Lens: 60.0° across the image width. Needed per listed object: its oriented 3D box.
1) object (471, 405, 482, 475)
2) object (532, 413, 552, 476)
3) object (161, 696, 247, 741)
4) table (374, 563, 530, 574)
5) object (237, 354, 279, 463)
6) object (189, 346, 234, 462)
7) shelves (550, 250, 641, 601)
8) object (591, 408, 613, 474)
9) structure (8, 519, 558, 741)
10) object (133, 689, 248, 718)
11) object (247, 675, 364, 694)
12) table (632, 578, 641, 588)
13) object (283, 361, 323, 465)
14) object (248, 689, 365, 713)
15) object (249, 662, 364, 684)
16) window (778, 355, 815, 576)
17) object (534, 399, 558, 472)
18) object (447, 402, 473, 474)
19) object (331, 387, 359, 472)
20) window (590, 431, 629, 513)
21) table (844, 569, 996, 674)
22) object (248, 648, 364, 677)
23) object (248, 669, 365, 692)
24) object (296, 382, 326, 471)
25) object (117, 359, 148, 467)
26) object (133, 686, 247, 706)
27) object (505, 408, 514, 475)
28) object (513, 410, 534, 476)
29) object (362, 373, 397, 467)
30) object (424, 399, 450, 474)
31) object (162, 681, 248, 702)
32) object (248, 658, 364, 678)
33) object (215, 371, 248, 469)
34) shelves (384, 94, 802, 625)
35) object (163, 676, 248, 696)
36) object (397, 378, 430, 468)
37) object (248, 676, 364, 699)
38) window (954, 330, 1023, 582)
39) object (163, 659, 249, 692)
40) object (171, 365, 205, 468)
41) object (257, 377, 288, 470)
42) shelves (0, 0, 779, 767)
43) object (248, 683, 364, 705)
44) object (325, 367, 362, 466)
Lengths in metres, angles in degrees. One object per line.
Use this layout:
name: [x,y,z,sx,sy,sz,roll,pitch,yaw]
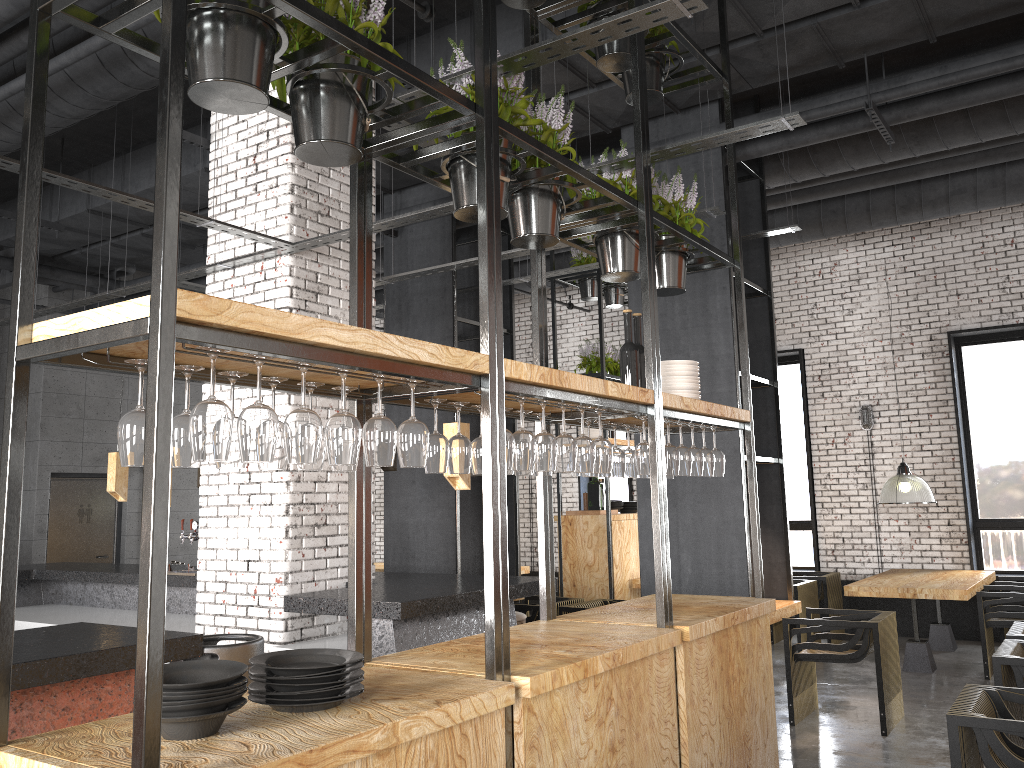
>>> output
object: [-0.117,0.219,3.467,0.101,0.268,0.101,6,-12,-42]
object: [0.130,0.262,3.830,0.101,0.268,0.101,6,-12,-42]
object: [-0.767,0.801,2.117,0.257,0.068,0.256,-5,-9,26]
table: [-1.757,2.872,12.104,4.131,0.765,0.998,-6,-10,33]
object: [-0.631,0.062,2.208,0.101,0.268,0.100,-1,-9,-3]
object: [-0.709,0.048,2.095,0.101,0.268,0.100,-1,-9,-3]
shelves: [1.338,0.406,10.319,0.689,5.034,2.328,-7,-10,33]
object: [0.367,0.235,3.672,0.101,0.268,0.101,6,-12,-42]
structure: [-3.298,1.665,5.562,5.869,1.538,4.302,-6,-9,33]
object: [-0.768,0.778,2.121,0.256,0.076,0.256,-6,-9,33]
object: [-0.556,0.815,2.398,0.305,0.046,0.305,0,-8,-8]
table: [2.259,2.456,9.702,0.999,0.765,2.112,-7,-9,34]
object: [-0.549,0.076,2.329,0.101,0.268,0.100,-1,-9,-3]
object: [-0.554,0.850,2.394,0.306,0.035,0.305,1,-8,-18]
object: [-0.556,0.786,2.404,0.305,0.037,0.305,-7,-9,35]
window: [3.348,0.987,11.000,0.748,2.707,0.364,-7,-10,33]
object: [0.120,0.192,3.309,0.101,0.268,0.101,6,-12,-42]
object: [-0.200,0.205,3.346,0.101,0.268,0.101,6,-12,-42]
object: [-0.538,0.146,2.850,0.101,0.268,0.100,3,-10,-25]
window: [1.377,1.209,12.310,0.748,2.707,0.364,-7,-10,33]
table: [4.009,2.259,8.539,0.999,0.765,2.112,-7,-9,34]
object: [-0.557,0.760,2.409,0.305,0.040,0.305,-4,-8,17]
object: [-0.555,0.801,2.401,0.306,0.042,0.305,0,-8,-9]
object: [-0.621,0.132,2.729,0.101,0.268,0.100,-1,-9,-3]
object: [-0.946,0.075,2.252,0.101,0.268,0.100,-1,-9,-3]
object: [-0.768,0.771,2.123,0.257,0.076,0.256,3,-9,-30]
object: [-0.035,0.233,3.588,0.101,0.268,0.101,6,-12,-42]
object: [0.048,0.248,3.709,0.101,0.268,0.101,6,-12,-42]
object: [-0.384,0.105,2.571,0.101,0.268,0.100,-1,-9,-3]
object: [-0.277,0.191,3.232,0.101,0.268,0.101,6,-12,-42]
object: [-0.767,0.753,2.125,0.257,0.072,0.256,-2,-8,6]
object: [-0.557,0.775,2.406,0.305,0.049,0.305,3,-9,-31]
object: [-0.786,0.103,2.487,0.101,0.268,0.100,-1,-9,-3]
shelves: [-0.582,-0.097,8.577,6.140,4.380,1.001,-7,-10,33]
object: [-0.768,0.749,2.126,0.257,0.072,0.256,-6,-9,33]
object: [-0.301,0.119,2.692,0.101,0.268,0.100,3,-10,-25]
object: [-0.554,0.824,2.397,0.305,0.044,0.305,-7,-9,34]
window: [5.353,0.762,9.668,0.748,2.707,0.364,-7,-10,33]
object: [-0.768,0.723,2.131,0.257,0.076,0.256,1,-8,-19]
object: [-0.868,0.089,2.366,0.101,0.268,0.100,-1,-9,-3]
object: [-0.703,0.117,2.608,0.101,0.268,0.100,-1,-9,-3]
shelves: [0.054,-0.470,3.576,0.689,5.034,3.652,-7,-10,33]
object: [-0.554,0.839,2.395,0.305,0.041,0.305,5,-10,-38]
object: [-0.466,0.091,2.450,0.101,0.268,0.100,-1,-9,-3]
